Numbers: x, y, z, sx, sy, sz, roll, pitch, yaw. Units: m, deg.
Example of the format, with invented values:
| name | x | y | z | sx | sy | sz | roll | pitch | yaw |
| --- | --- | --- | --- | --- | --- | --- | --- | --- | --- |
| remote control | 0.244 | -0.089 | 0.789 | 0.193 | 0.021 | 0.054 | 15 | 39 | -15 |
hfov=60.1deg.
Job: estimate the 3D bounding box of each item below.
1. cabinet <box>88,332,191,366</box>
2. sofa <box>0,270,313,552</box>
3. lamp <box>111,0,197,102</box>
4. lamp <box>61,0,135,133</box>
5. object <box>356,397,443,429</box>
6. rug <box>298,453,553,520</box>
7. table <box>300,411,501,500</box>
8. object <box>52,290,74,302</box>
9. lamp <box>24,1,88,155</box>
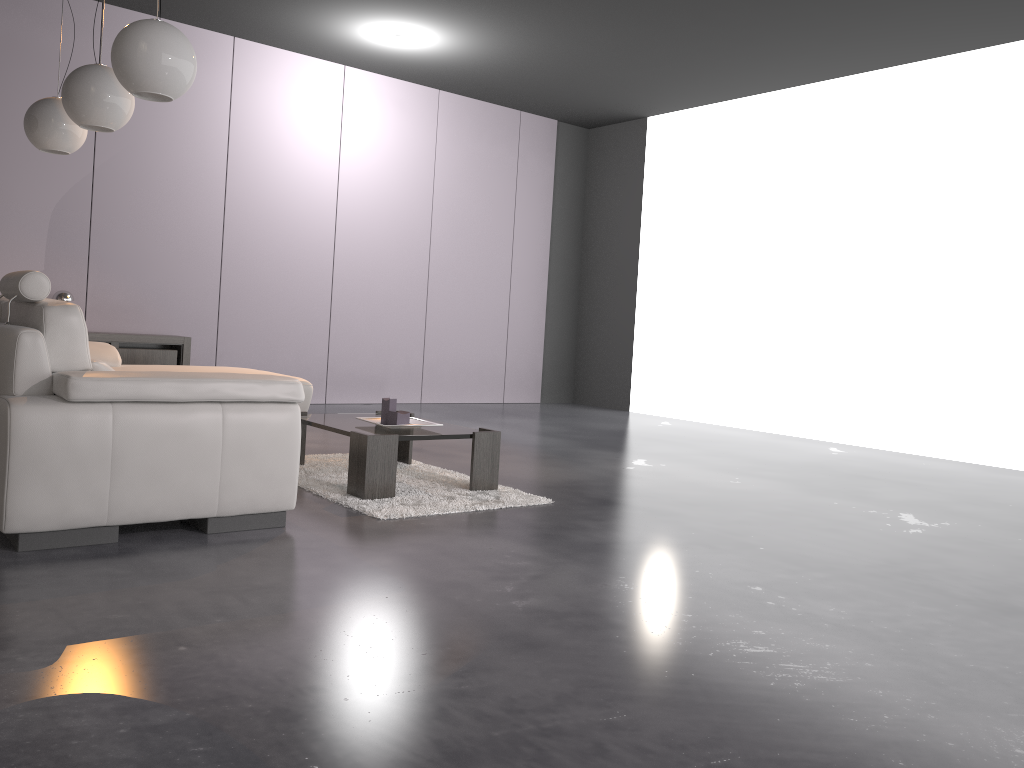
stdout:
| name | x | y | z | sx | sy | sz | roll | pitch | yaw |
| --- | --- | --- | --- | --- | --- | --- | --- | --- | --- |
| cabinet | -2.965 | -0.095 | 6.497 | 1.071 | 0.554 | 0.378 | 1 | 3 | -38 |
| sofa | -1.630 | -0.034 | 4.274 | 1.867 | 0.858 | 2.868 | 1 | 4 | -38 |
| lamp | -1.335 | -1.805 | 3.389 | 0.307 | 1.414 | 0.307 | 4 | 1 | 19 |
| lamp | -1.863 | -1.877 | 4.060 | 0.306 | 1.414 | 0.308 | 3 | 1 | -35 |
| object | -0.527 | 0.130 | 4.144 | 0.304 | 0.136 | 0.305 | 1 | 4 | -34 |
| rug | -0.617 | 0.452 | 4.220 | 0.915 | 0.023 | 1.530 | 1 | 4 | -38 |
| table | -0.611 | 0.313 | 4.236 | 0.700 | 0.270 | 0.907 | 1 | 4 | -38 |
| object | -3.205 | -0.525 | 6.317 | 0.140 | 0.284 | 0.140 | 3 | 1 | -38 |
| lamp | -2.417 | -1.952 | 4.756 | 0.306 | 1.414 | 0.308 | 3 | 1 | -35 |
